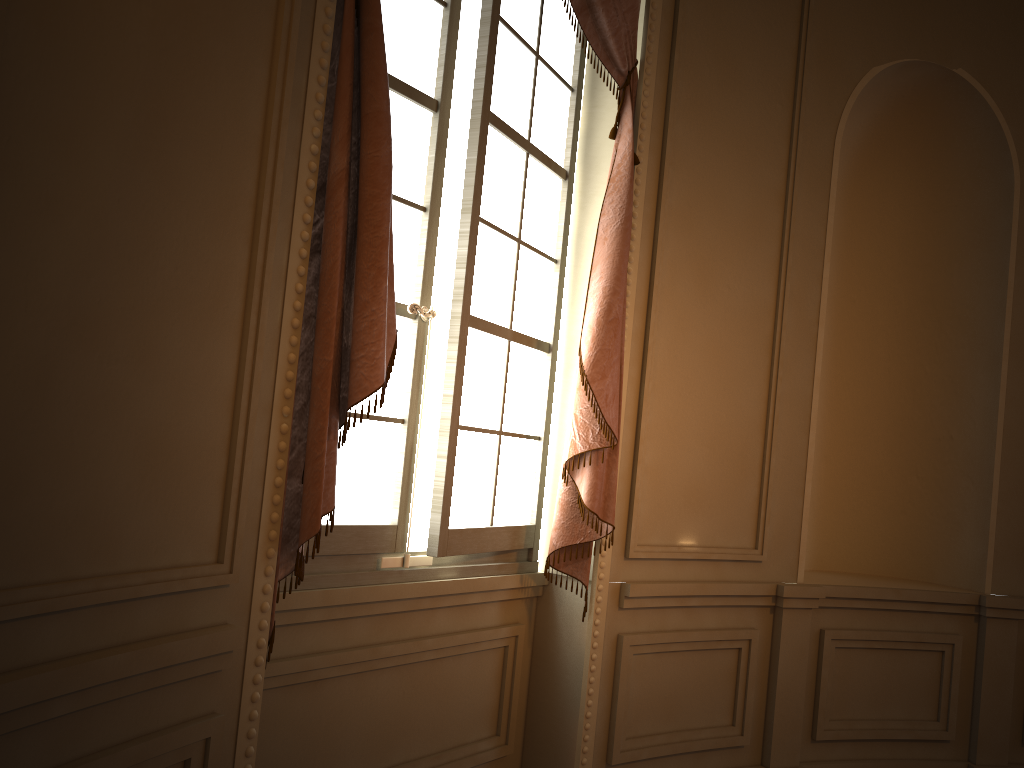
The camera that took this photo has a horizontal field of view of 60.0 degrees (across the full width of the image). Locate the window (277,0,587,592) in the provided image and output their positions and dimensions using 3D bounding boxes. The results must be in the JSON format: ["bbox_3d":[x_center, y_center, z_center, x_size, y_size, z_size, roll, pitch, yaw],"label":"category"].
[{"bbox_3d":[-0.153,-0.825,2.648,0.149,2.835,1.342,4,-3,38],"label":"window"}]

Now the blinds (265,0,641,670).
[{"bbox_3d":[0.023,-0.752,2.518,0.279,2.975,1.366,4,-3,37],"label":"blinds"}]
